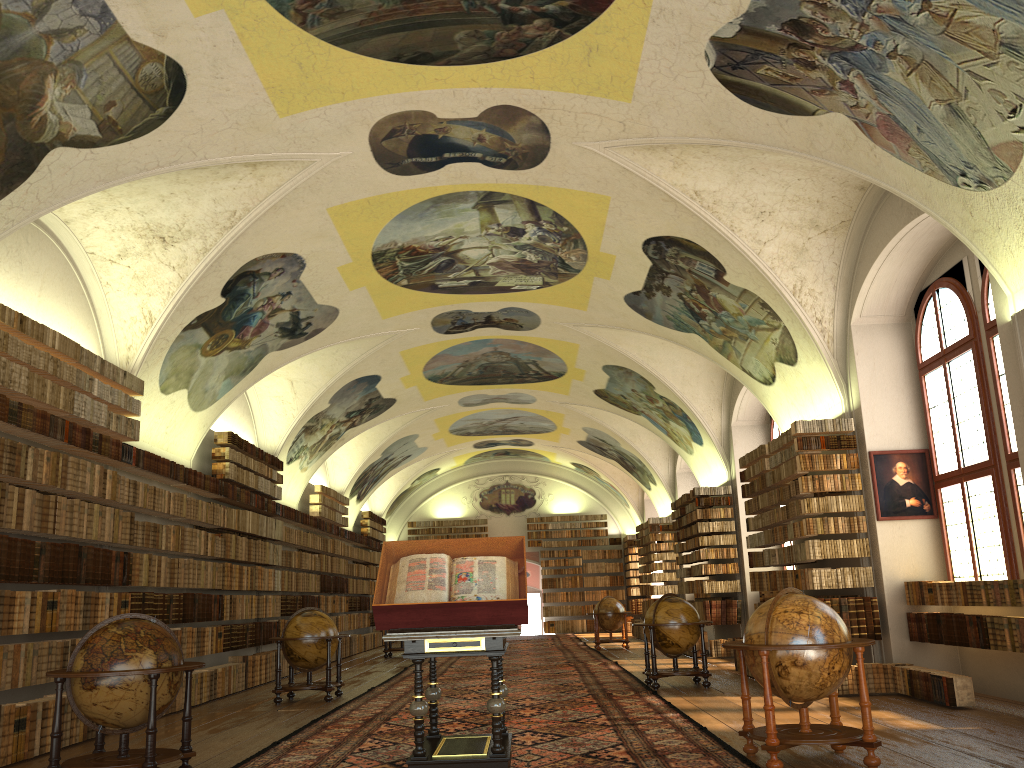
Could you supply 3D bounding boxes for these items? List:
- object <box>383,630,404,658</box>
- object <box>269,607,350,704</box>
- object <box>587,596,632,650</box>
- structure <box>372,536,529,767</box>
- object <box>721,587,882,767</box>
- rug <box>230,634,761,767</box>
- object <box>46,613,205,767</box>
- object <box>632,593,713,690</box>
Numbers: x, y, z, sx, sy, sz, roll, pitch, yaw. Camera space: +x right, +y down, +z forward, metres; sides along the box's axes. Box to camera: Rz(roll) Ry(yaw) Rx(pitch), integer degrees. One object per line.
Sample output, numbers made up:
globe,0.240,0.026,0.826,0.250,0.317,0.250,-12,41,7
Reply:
object,-3.093,6.923,24.925,1.282,1.442,1.281,-14,-18,41
object,-3.250,4.325,14.245,1.281,1.442,1.282,-12,-16,37
object,2.752,6.684,24.877,1.282,1.442,1.281,-14,-18,41
structure,-0.465,2.401,7.903,1.245,1.973,1.899,-2,-13,0
object,2.487,2.499,7.666,1.281,1.442,1.282,-12,-16,37
rug,-0.130,5.677,17.440,4.704,0.064,37.067,-2,-14,0
object,-3.349,2.734,7.702,1.281,1.442,1.283,8,-16,-36
object,2.589,4.090,14.208,1.281,1.442,1.283,8,-16,-36
